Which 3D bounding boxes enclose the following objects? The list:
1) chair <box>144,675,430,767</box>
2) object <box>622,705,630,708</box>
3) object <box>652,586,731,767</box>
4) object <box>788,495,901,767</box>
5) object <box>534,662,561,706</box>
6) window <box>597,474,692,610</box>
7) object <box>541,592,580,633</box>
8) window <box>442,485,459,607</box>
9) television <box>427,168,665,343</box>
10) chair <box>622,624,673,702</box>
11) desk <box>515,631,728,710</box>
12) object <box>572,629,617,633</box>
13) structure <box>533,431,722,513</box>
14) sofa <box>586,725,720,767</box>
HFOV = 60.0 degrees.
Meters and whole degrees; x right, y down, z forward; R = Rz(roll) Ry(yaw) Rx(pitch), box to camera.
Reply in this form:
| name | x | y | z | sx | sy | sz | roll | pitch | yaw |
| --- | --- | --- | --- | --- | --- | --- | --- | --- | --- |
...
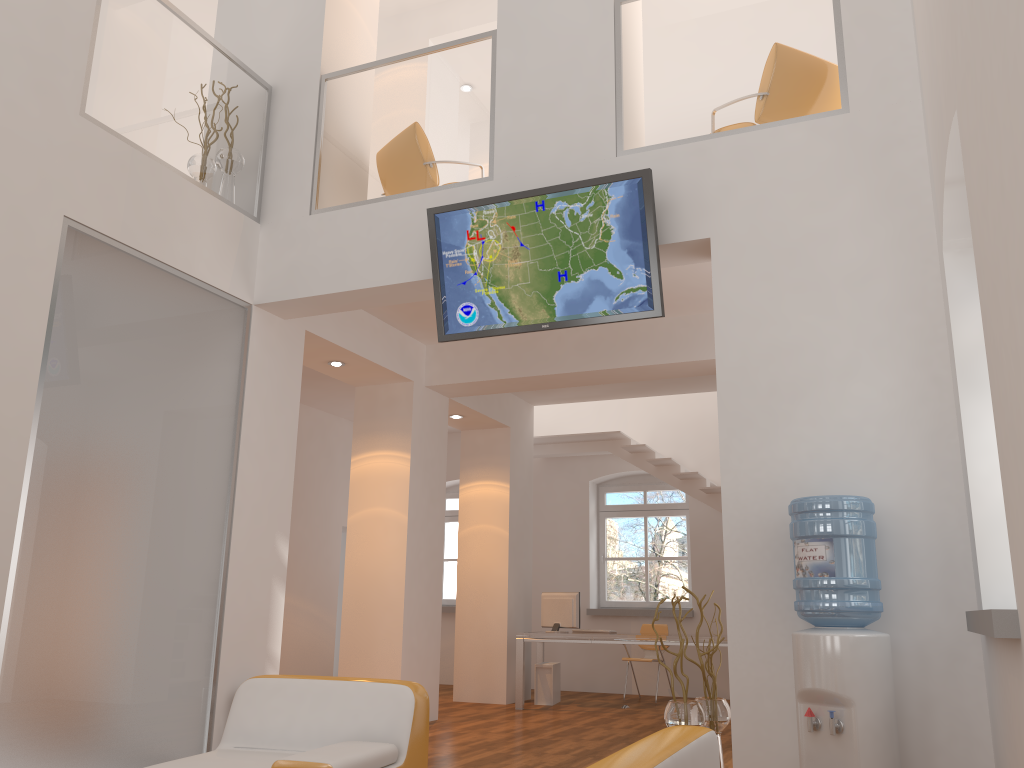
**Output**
| name | x | y | z | sx | sy | sz | roll | pitch | yaw |
| --- | --- | --- | --- | --- | --- | --- | --- | --- | --- |
| chair | -0.927 | 1.575 | 3.650 | 0.923 | 0.661 | 0.825 | -4 | -15 | 18 |
| object | 1.185 | 3.373 | 9.258 | 0.054 | 0.035 | 0.115 | -8 | -17 | 32 |
| object | 1.005 | 1.628 | 4.641 | 0.284 | 1.112 | 0.655 | -13 | -20 | 43 |
| object | 1.463 | 1.258 | 3.926 | 0.436 | 1.490 | 0.436 | -1 | -14 | 9 |
| object | 0.391 | 3.262 | 9.658 | 0.200 | 0.422 | 0.474 | -2 | -15 | 13 |
| window | 1.732 | 2.037 | 11.488 | 1.308 | 1.737 | 0.142 | -5 | -16 | 23 |
| object | 0.476 | 2.436 | 9.475 | 0.245 | 0.418 | 0.516 | 11 | -18 | -35 |
| window | -0.478 | 2.239 | 12.421 | 1.308 | 1.737 | 0.142 | -5 | -16 | 23 |
| television | 0.163 | -0.719 | 5.147 | 1.388 | 0.803 | 0.266 | -5 | -16 | 23 |
| chair | 1.543 | 3.179 | 10.151 | 0.495 | 0.829 | 0.464 | -10 | -18 | 37 |
| desk | 1.252 | 2.996 | 9.260 | 2.239 | 0.750 | 1.092 | -2 | -15 | 13 |
| object | 0.900 | 2.697 | 9.691 | 0.467 | 0.031 | 0.200 | -8 | -17 | 32 |
| structure | 1.833 | 1.809 | 9.167 | 4.630 | 3.042 | 3.450 | -5 | -16 | 23 |
| sofa | -0.142 | 1.117 | 1.796 | 0.825 | 0.661 | 2.010 | -5 | -15 | 21 |
